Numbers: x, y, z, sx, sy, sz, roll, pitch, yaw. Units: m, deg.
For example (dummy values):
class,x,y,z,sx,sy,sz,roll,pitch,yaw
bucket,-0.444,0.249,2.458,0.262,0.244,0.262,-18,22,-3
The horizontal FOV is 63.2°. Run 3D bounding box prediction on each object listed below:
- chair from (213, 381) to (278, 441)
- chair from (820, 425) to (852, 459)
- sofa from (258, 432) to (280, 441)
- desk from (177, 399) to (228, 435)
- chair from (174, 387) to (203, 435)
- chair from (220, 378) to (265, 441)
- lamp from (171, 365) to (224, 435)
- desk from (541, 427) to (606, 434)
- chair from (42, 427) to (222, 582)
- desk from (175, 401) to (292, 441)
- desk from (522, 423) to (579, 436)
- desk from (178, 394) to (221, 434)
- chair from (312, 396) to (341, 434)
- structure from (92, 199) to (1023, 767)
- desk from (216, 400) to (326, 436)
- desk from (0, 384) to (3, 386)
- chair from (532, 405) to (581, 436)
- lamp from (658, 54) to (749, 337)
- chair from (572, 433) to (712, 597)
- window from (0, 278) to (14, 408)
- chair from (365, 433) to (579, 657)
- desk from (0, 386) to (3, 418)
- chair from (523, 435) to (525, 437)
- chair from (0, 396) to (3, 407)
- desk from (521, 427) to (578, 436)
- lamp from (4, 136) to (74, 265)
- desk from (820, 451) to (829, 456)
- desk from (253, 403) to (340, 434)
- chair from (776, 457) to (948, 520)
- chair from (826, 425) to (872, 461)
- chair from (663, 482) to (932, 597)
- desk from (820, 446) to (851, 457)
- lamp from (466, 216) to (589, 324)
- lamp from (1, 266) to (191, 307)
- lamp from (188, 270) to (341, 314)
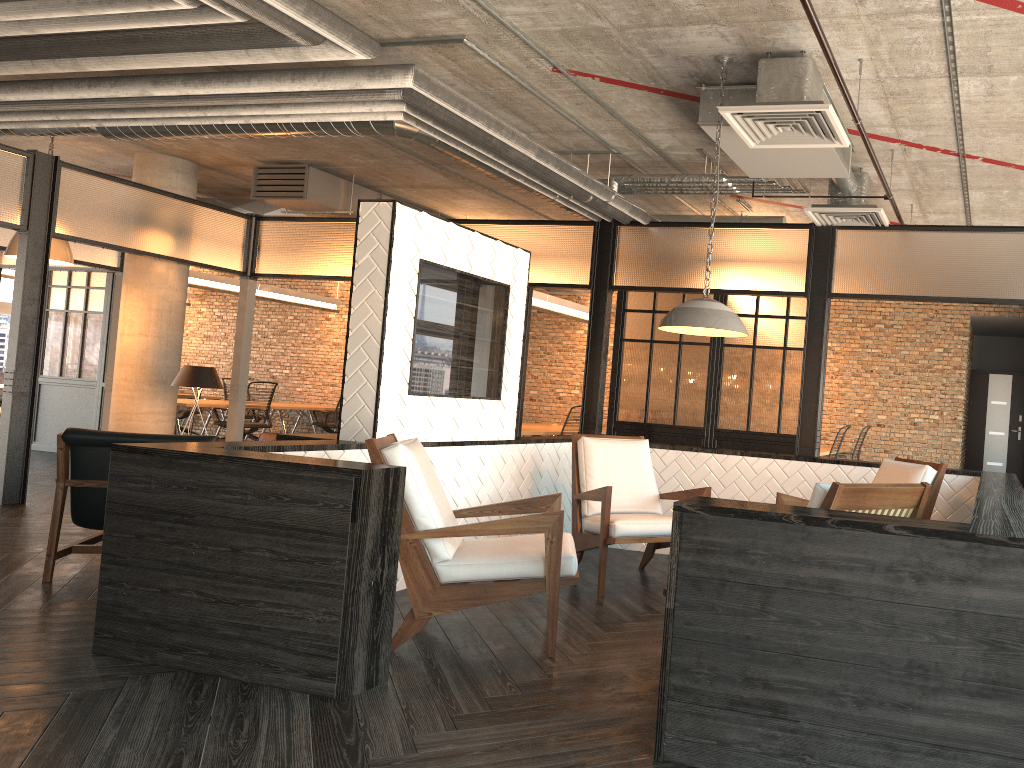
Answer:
class,x,y,z,sx,sy,sz,roll,pitch,yaw
chair,-3.620,0.476,11.209,0.635,1.063,0.764,4,-1,24
chair,3.365,0.959,9.217,0.635,1.063,0.764,4,-1,24
sofa,-1.733,0.779,7.052,1.481,0.637,0.735,4,-1,19
desk,-4.720,0.572,11.513,0.722,0.720,1.823,4,-1,28
chair,-5.467,0.370,13.597,0.635,1.063,0.764,4,-1,24
chair,-4.216,0.456,13.176,0.635,1.063,0.764,4,-1,24
lamp,-2.614,0.448,7.493,0.933,1.179,0.491,5,-1,-19
desk,1.049,0.993,11.707,0.722,0.720,1.823,4,-1,28
chair,-2.028,0.652,4.866,0.812,0.795,0.943,5,-1,-10
desk,-4.010,0.622,11.311,0.722,0.720,1.823,4,-1,28
desk,0.340,0.944,11.909,0.722,0.720,1.823,4,-1,28
desk,-5.868,0.515,13.680,0.722,0.720,1.823,4,-1,28
chair,-2.700,0.561,12.808,0.635,1.063,0.764,4,-1,24
structure,0.853,0.197,4.675,3.602,2.115,4.087,4,-1,24
desk,-3.810,0.657,13.093,0.722,0.720,1.823,4,-1,28
desk,-7.487,0.381,12.302,0.722,0.720,1.823,4,-1,28
chair,0.530,0.763,10.025,0.635,1.063,0.764,4,-1,24
lamp,1.126,-1.059,4.638,0.445,1.545,0.574,4,-2,32
chair,0.772,0.805,5.356,0.822,0.907,0.813,5,-1,-26
window,-8.679,-0.780,12.791,0.221,2.875,2.764,4,-1,30
chair,-0.165,0.720,3.893,1.003,0.907,0.675,4,-1,-9
desk,-6.778,0.430,12.100,0.722,0.720,1.823,4,-1,28
chair,-0.066,0.743,11.992,0.635,1.063,0.764,4,-1,24
chair,-7.876,0.182,12.414,0.635,1.063,0.764,4,-1,24
desk,0.140,0.909,10.127,0.722,0.720,1.823,4,-1,28
lamp,-3.870,-1.779,6.946,0.487,1.503,0.402,5,-1,-15
desk,2.974,1.105,9.319,0.722,0.720,1.823,4,-1,28
desk,-3.101,0.706,12.891,0.722,0.720,1.823,4,-1,28
chair,2.092,0.898,5.079,1.045,0.907,0.643,5,-1,-19
chair,4.285,1.044,10.815,0.635,1.063,0.764,4,-1,24
chair,1.187,0.813,3.469,0.830,0.907,0.803,5,-1,-31
desk,3.884,1.189,10.899,0.722,0.720,1.823,4,-1,28
lamp,0.368,-1.385,10.964,0.268,0.858,3.787,4,-1,30
lamp,-6.549,-1.864,12.937,0.268,0.858,3.787,4,-1,30
lamp,-3.781,-1.672,12.148,0.268,0.858,3.787,4,-1,30
